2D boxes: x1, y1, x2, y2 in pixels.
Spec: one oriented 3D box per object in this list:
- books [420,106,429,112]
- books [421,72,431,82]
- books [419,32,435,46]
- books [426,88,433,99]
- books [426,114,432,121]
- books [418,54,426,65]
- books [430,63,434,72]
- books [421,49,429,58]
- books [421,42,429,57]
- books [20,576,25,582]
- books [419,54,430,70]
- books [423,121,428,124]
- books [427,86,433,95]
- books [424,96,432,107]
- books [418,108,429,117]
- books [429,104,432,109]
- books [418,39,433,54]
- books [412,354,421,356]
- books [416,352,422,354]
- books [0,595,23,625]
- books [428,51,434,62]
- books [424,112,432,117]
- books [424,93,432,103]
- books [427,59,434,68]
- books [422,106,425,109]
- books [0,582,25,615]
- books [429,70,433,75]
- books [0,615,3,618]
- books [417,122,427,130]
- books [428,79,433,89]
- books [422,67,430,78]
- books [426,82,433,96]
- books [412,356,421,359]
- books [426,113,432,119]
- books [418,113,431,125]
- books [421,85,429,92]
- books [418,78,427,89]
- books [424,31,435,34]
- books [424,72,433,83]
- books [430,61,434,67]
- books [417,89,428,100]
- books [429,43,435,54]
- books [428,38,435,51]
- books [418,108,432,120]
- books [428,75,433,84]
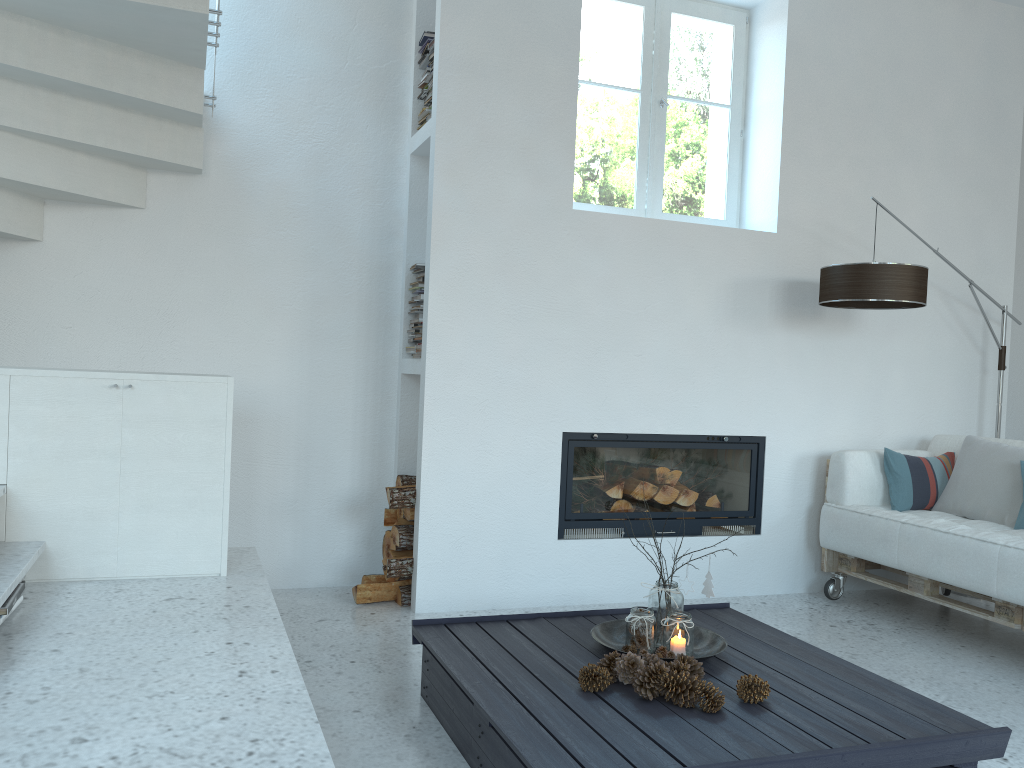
[{"bbox_3d":[-0.289,-1.283,4.207,0.264,0.019,0.170,2,1,-21],"label":"books"},{"bbox_3d":[-0.292,-1.444,4.237,0.265,0.016,0.138,2,1,-20],"label":"books"},{"bbox_3d":[-0.289,-1.621,4.222,0.288,0.017,0.136,2,1,-16],"label":"books"},{"bbox_3d":[-0.256,-1.301,4.014,0.234,0.016,0.147,2,1,-19],"label":"books"},{"bbox_3d":[-0.260,-1.198,4.023,0.225,0.011,0.142,2,1,-23],"label":"books"},{"bbox_3d":[-0.290,-1.529,4.240,0.300,0.007,0.127,2,1,-20],"label":"books"},{"bbox_3d":[-0.250,-1.426,4.010,0.214,0.021,0.140,2,1,-18],"label":"books"},{"bbox_3d":[-0.280,-1.542,4.213,0.289,0.006,0.164,2,1,-16],"label":"books"},{"bbox_3d":[-0.277,-1.564,4.208,0.281,0.014,0.170,2,1,-15],"label":"books"},{"bbox_3d":[-1.550,0.598,2.630,0.151,0.017,0.234,2,1,-19],"label":"books"},{"bbox_3d":[-0.280,-1.509,4.209,0.294,0.014,0.184,2,1,-18],"label":"books"},{"bbox_3d":[-0.297,-1.214,4.221,0.264,0.012,0.143,2,1,-21],"label":"books"},{"bbox_3d":[-0.254,-1.312,4.009,0.241,0.007,0.133,2,1,-18],"label":"books"},{"bbox_3d":[-0.259,-1.267,4.019,0.249,0.013,0.151,2,1,-22],"label":"books"},{"bbox_3d":[-0.291,-1.269,4.211,0.290,0.008,0.147,2,1,-16],"label":"books"},{"bbox_3d":[-0.257,-1.254,4.012,0.207,0.013,0.140,2,1,-21],"label":"books"},{"bbox_3d":[-0.277,-1.580,4.209,0.299,0.006,0.192,2,1,-20],"label":"books"},{"bbox_3d":[-0.327,-0.127,4.045,0.224,0.010,0.161,2,1,-23],"label":"books"},{"bbox_3d":[-0.325,-0.137,4.041,0.202,0.010,0.154,2,1,-17],"label":"books"},{"bbox_3d":[-1.443,0.611,2.386,0.177,0.018,0.250,2,1,-17],"label":"books"},{"bbox_3d":[-0.237,-1.463,4.004,0.259,0.024,0.113,2,1,-24],"label":"books"},{"bbox_3d":[-0.292,-1.249,4.212,0.254,0.012,0.161,2,1,-21],"label":"books"},{"bbox_3d":[-0.257,-1.276,4.016,0.257,0.006,0.136,2,1,-16],"label":"books"},{"bbox_3d":[-0.246,-1.447,4.026,0.237,0.008,0.170,2,1,-22],"label":"books"},{"bbox_3d":[-0.292,-1.300,4.218,0.245,0.016,0.137,2,1,-23],"label":"books"},{"bbox_3d":[-1.439,0.580,2.386,0.190,0.018,0.287,2,1,-21],"label":"books"},{"bbox_3d":[-0.249,-1.375,4.004,0.254,0.006,0.128,2,1,-19],"label":"books"},{"bbox_3d":[-1.448,0.599,2.384,0.161,0.005,0.254,2,1,-24],"label":"books"},{"bbox_3d":[-0.296,-1.204,4.218,0.290,0.007,0.130,2,1,-25],"label":"books"},{"bbox_3d":[-0.252,-1.346,4.009,0.232,0.017,0.134,2,1,-18],"label":"books"},{"bbox_3d":[-0.285,-1.460,4.220,0.267,0.017,0.155,2,1,-16],"label":"books"},{"bbox_3d":[-0.259,-1.323,4.026,0.237,0.014,0.158,2,1,-15],"label":"books"},{"bbox_3d":[-0.326,-0.117,4.041,0.232,0.011,0.159,2,1,-19],"label":"books"},{"bbox_3d":[-0.265,-1.213,4.030,0.208,0.008,0.164,2,1,-25],"label":"books"},{"bbox_3d":[-0.289,-1.235,4.202,0.274,0.014,0.174,2,1,-23],"label":"books"},{"bbox_3d":[-0.283,-1.395,4.208,0.249,0.006,0.189,2,1,-23],"label":"books"},{"bbox_3d":[-0.292,-1.411,4.234,0.292,0.013,0.127,2,1,-24],"label":"books"},{"bbox_3d":[-0.287,-1.633,4.218,0.283,0.008,0.140,2,1,-15],"label":"books"},{"bbox_3d":[-0.252,-1.368,4.009,0.260,0.009,0.140,2,1,-21],"label":"books"},{"bbox_3d":[-0.241,-1.439,4.012,0.231,0.008,0.135,2,1,-23],"label":"books"},{"bbox_3d":[-0.290,-1.356,4.216,0.298,0.007,0.147,2,1,-19],"label":"books"},{"bbox_3d":[-0.239,-1.504,4.013,0.246,0.009,0.145,2,1,-18],"label":"books"},{"bbox_3d":[-0.238,-1.521,4.012,0.255,0.024,0.139,2,1,-23],"label":"books"},{"bbox_3d":[-0.291,-1.260,4.210,0.282,0.010,0.169,2,1,-20],"label":"books"},{"bbox_3d":[-0.253,-1.359,4.012,0.236,0.009,0.128,2,1,-15],"label":"books"}]
